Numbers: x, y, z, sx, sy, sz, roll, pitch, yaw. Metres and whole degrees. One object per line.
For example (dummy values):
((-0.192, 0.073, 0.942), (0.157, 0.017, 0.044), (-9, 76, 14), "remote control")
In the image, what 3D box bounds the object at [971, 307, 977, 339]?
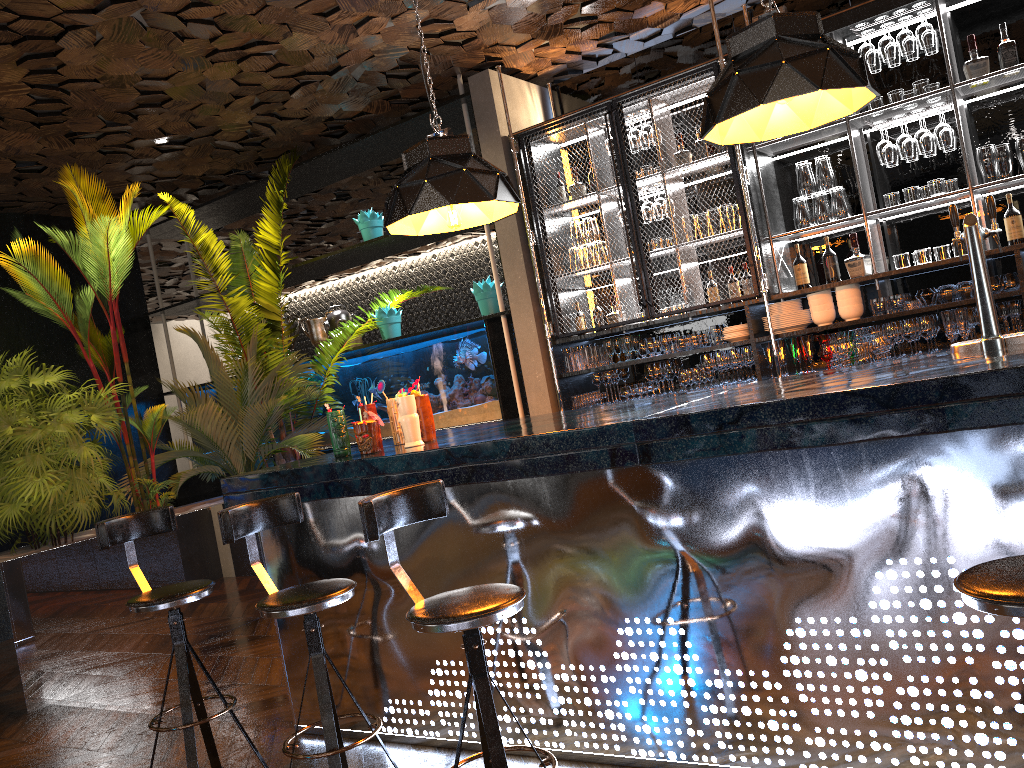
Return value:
((2.674, -0.334, 5.140), (0.092, 0.218, 0.092), (-11, 0, -6), "object")

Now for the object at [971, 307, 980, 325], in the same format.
((2.604, -0.321, 4.897), (0.092, 0.218, 0.092), (-11, 0, -6), "object")

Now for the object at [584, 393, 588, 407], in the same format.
((0.549, 0.116, 6.469), (0.033, 0.101, 0.033), (-10, 0, 39), "object")

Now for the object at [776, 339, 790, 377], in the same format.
((1.705, -0.163, 5.584), (0.073, 0.229, 0.073), (-10, 0, 23), "object")

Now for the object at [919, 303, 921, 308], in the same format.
((2.407, -0.473, 5.274), (0.044, 0.048, 0.049), (-11, 0, -19), "object")

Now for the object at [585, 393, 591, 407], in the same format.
((0.546, 0.117, 6.384), (0.031, 0.098, 0.031), (-11, 0, -5), "object")

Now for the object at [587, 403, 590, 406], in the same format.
((0.555, 0.115, 6.543), (0.028, 0.097, 0.028), (-10, 0, 8), "object")

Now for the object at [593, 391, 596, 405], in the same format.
((0.599, 0.107, 6.539), (0.033, 0.101, 0.033), (-11, 0, -27), "object")

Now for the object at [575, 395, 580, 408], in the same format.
((0.478, 0.130, 6.429), (0.028, 0.097, 0.028), (-11, 0, -31), "object")

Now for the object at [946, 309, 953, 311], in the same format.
((2.602, -0.326, 5.217), (0.071, 0.226, 0.071), (-10, 0, 6), "object")

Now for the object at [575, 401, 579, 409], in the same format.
((0.460, 0.133, 6.401), (0.028, 0.097, 0.028), (-11, 0, -7), "object")

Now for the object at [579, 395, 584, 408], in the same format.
((0.501, 0.126, 6.321), (0.031, 0.098, 0.031), (-11, 0, -18), "object")

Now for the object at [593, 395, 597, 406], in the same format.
((0.591, 0.119, 6.372), (0.034, 0.080, 0.034), (-10, 0, 42), "object")

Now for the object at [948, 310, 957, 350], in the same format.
((2.512, -0.309, 5.071), (0.071, 0.226, 0.071), (-10, 0, 6), "object")

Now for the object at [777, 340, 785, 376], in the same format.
((1.715, -0.165, 5.669), (0.073, 0.229, 0.073), (-10, 0, 23), "object")

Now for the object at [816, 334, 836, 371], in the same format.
((1.898, -0.189, 5.358), (0.082, 0.213, 0.082), (-11, 0, -27), "object")

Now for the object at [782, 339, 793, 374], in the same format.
((1.771, -0.175, 5.761), (0.073, 0.229, 0.073), (-10, 0, 23), "object")

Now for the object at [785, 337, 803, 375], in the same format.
((1.747, -0.170, 5.495), (0.073, 0.229, 0.073), (-10, 0, 23), "object")

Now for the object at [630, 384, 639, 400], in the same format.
((0.845, 0.059, 6.193), (0.093, 0.101, 0.093), (-11, 0, -5), "object")

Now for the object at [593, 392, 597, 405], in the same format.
((0.606, 0.106, 6.476), (0.031, 0.098, 0.031), (-11, 0, -24), "object")

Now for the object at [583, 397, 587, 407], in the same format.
((0.520, 0.132, 6.260), (0.034, 0.080, 0.034), (-11, 0, -43), "object")

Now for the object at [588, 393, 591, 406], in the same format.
((0.562, 0.114, 6.414), (0.031, 0.098, 0.031), (-11, 0, -11), "object")

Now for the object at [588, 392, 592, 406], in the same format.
((0.572, 0.112, 6.504), (0.033, 0.101, 0.033), (-10, 0, 18), "object")

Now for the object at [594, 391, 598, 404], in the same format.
((0.620, 0.103, 6.569), (0.033, 0.101, 0.033), (-11, 0, -2), "object")

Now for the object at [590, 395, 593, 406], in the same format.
((0.569, 0.123, 6.338), (0.034, 0.080, 0.034), (-10, 0, 1), "object")

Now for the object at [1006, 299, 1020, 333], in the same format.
((2.842, -0.365, 4.997), (0.071, 0.217, 0.071), (-10, 0, 42), "object")

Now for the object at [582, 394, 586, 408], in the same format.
((0.520, 0.122, 6.353), (0.031, 0.098, 0.031), (-10, 0, 7), "object")

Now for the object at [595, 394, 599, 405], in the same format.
((0.620, 0.113, 6.410), (0.034, 0.080, 0.034), (-10, 0, 16), "object")

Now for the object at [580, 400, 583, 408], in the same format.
((0.496, 0.127, 6.456), (0.028, 0.097, 0.028), (-10, 0, 31), "object")

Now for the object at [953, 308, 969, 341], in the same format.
((2.506, -0.307, 4.927), (0.071, 0.226, 0.071), (-10, 0, 6), "object")

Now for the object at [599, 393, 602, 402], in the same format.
((0.641, 0.109, 6.445), (0.034, 0.080, 0.034), (-10, 0, 33), "object")

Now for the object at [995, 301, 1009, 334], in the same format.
((2.719, -0.342, 4.885), (0.071, 0.217, 0.071), (-10, 0, 42), "object")

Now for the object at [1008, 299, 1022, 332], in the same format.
((2.749, -0.347, 4.818), (0.071, 0.217, 0.071), (-10, 0, 42), "object")

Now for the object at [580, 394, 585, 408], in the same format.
((0.504, 0.125, 6.397), (0.033, 0.101, 0.033), (-10, 0, 25), "object")

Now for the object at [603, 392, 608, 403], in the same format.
((0.691, 0.099, 6.520), (0.034, 0.080, 0.034), (-10, 0, 44), "object")

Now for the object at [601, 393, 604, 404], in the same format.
((0.664, 0.105, 6.482), (0.034, 0.080, 0.034), (-10, 0, 43), "object")

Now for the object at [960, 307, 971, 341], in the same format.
((2.550, -0.315, 4.994), (0.071, 0.226, 0.071), (-10, 0, 6), "object")

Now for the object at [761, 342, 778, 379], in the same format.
((1.617, -0.146, 5.559), (0.073, 0.229, 0.073), (-10, 0, 23), "object")

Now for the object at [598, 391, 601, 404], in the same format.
((0.643, 0.099, 6.539), (0.031, 0.098, 0.031), (-10, 0, 39), "object")

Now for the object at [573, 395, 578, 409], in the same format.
((0.458, 0.134, 6.329), (0.033, 0.101, 0.033), (-11, 0, -32), "object")

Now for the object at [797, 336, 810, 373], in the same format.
((1.822, -0.184, 5.526), (0.073, 0.229, 0.073), (-10, 0, 23), "object")

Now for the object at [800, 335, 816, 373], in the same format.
((1.825, -0.184, 5.437), (0.073, 0.229, 0.073), (-10, 0, 23), "object")

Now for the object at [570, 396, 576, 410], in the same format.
((0.441, 0.137, 6.374), (0.028, 0.097, 0.028), (-10, 0, 24), "object")

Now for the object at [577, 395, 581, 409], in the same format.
((0.484, 0.129, 6.365), (0.033, 0.101, 0.033), (-10, 0, 14), "object")

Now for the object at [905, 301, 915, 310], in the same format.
((2.288, -0.451, 5.097), (0.044, 0.048, 0.049), (-11, 0, -14), "object")

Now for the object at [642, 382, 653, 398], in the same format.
((0.930, 0.043, 6.137), (0.093, 0.101, 0.093), (-11, 0, -35), "object")

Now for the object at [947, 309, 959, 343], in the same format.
((2.567, -0.319, 5.146), (0.071, 0.226, 0.071), (-10, 0, 6), "object")

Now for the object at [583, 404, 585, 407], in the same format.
((0.515, 0.123, 6.488), (0.028, 0.097, 0.028), (-11, 0, -32), "object")

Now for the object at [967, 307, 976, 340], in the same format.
((2.610, -0.322, 5.054), (0.092, 0.218, 0.092), (-11, 0, -6), "object")

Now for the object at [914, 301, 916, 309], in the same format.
((2.317, -0.456, 5.145), (0.049, 0.048, 0.044), (-11, 0, -24), "object")

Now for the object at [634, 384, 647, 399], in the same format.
((0.877, 0.053, 6.045), (0.093, 0.101, 0.093), (-11, 0, -3), "object")

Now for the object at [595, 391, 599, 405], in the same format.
((0.624, 0.102, 6.509), (0.031, 0.098, 0.031), (-11, 0, -9), "object")

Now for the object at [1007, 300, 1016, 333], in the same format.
((2.789, -0.355, 4.938), (0.071, 0.217, 0.071), (-10, 0, 42), "object")

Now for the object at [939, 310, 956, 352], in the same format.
((2.468, -0.300, 5.000), (0.071, 0.226, 0.071), (-10, 0, 6), "object")

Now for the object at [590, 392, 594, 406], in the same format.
((0.586, 0.110, 6.447), (0.031, 0.098, 0.031), (-11, 0, -34), "object")

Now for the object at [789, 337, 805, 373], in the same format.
((1.813, -0.183, 5.611), (0.073, 0.229, 0.073), (-10, 0, 23), "object")

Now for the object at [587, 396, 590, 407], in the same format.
((0.543, 0.128, 6.297), (0.034, 0.080, 0.034), (-11, 0, -2), "object")

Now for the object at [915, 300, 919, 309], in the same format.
((2.351, -0.463, 5.182), (0.049, 0.048, 0.044), (-10, 0, 22), "object")
